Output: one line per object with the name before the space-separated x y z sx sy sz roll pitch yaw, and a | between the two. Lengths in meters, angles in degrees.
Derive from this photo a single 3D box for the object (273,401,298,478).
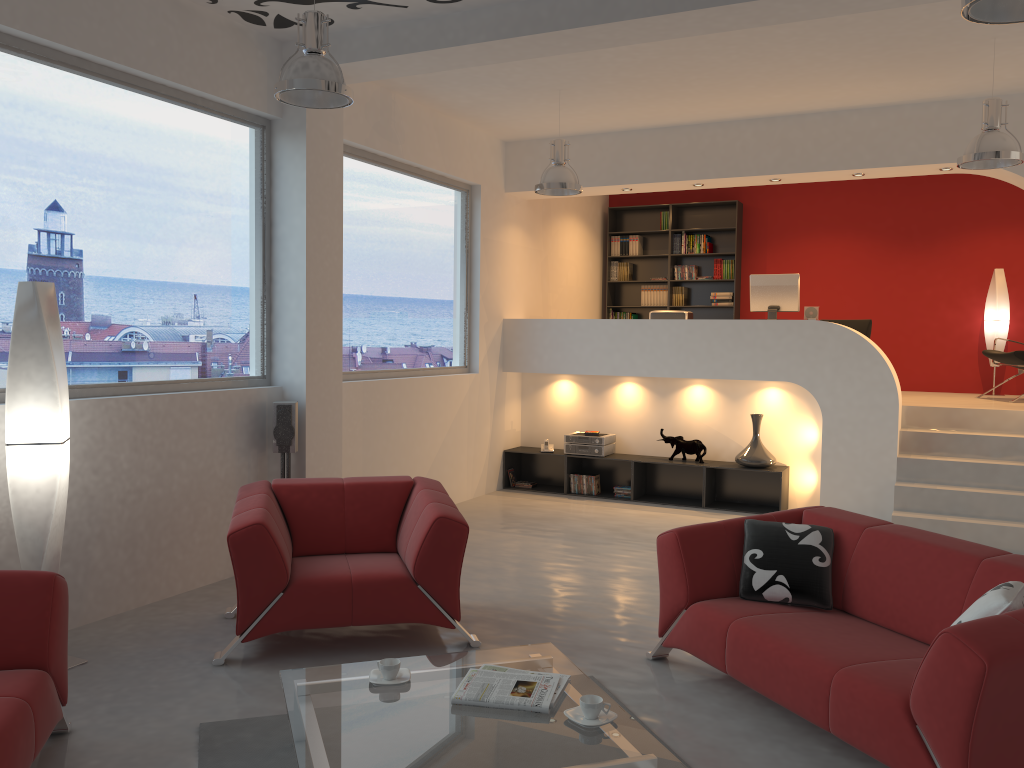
object | -1.495 0.673 5.859 0.214 1.112 0.229 0 3 -9

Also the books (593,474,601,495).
books | 0.840 0.996 8.767 0.031 0.190 0.135 2 3 26

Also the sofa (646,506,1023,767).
sofa | 1.442 1.021 3.617 0.951 0.738 1.929 -1 3 -24

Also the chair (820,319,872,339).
chair | 3.377 -0.298 9.451 0.768 0.795 0.664 -2 4 -44

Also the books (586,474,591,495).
books | 0.773 0.994 8.801 0.031 0.190 0.135 2 3 26

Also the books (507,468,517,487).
books | 0.006 0.968 9.180 0.063 0.187 0.135 2 3 26

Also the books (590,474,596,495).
books | 0.813 0.995 8.781 0.031 0.190 0.135 2 3 26

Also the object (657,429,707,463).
object | 1.626 0.586 8.467 0.507 0.296 0.191 4 4 42

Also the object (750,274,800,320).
object | 2.492 -0.813 8.411 0.458 0.452 0.230 2 3 26

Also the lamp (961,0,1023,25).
lamp | 1.735 -1.681 2.978 0.379 0.800 0.379 2 3 19

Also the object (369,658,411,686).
object | -0.449 1.056 3.261 0.153 0.069 0.153 0 3 -7

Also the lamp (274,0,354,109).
lamp | -0.961 -1.789 4.310 0.379 0.800 0.379 -1 4 -35

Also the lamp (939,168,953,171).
lamp | 3.604 -1.781 7.360 0.105 0.011 0.105 2 3 15

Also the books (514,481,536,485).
books | 0.136 1.022 9.174 0.190 0.015 0.135 2 3 26

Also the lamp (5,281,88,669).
lamp | -2.174 0.425 4.078 0.313 1.779 0.313 2 3 18

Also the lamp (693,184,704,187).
lamp | 1.740 -1.856 8.282 0.105 0.011 0.105 2 3 15

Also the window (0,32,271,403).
window | -2.218 -0.837 4.987 0.100 1.800 2.400 2 3 26

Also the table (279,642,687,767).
table | -0.174 1.252 2.978 1.097 0.286 1.162 0 3 -19

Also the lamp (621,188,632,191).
lamp | 1.113 -1.881 8.592 0.105 0.011 0.105 2 3 15

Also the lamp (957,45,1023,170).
lamp | 3.068 -1.807 5.663 0.379 0.800 0.379 1 3 -2

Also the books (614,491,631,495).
books | 1.111 1.062 8.692 0.190 0.015 0.135 3 4 31

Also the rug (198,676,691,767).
rug | -0.164 1.398 2.990 1.700 0.025 1.700 0 3 -19

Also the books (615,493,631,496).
books | 1.120 1.077 8.688 0.190 0.015 0.135 2 3 26

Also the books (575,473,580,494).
books | 0.666 0.989 8.854 0.031 0.190 0.135 2 3 26

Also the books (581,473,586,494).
books | 0.719 0.991 8.827 0.031 0.190 0.135 2 3 26

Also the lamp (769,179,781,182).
lamp | 2.367 -1.831 7.972 0.105 0.011 0.105 2 3 15

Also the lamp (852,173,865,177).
lamp | 2.994 -1.805 7.662 0.105 0.011 0.105 2 3 15

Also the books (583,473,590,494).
books | 0.746 0.992 8.814 0.031 0.190 0.135 2 3 26

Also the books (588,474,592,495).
books | 0.787 0.994 8.794 0.031 0.190 0.135 2 3 26

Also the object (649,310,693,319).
object | 1.632 -0.627 8.936 0.397 0.217 0.458 2 3 26

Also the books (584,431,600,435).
books | 0.796 0.484 8.826 0.135 0.015 0.190 1 3 11

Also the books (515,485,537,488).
books | 0.145 1.053 9.171 0.190 0.015 0.135 2 3 26

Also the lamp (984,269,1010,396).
lamp | 5.179 -0.551 9.485 0.237 1.349 0.237 3 4 34

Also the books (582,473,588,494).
books | 0.733 0.992 8.821 0.031 0.190 0.135 2 3 26

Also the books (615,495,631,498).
books | 1.115 1.092 8.692 0.190 0.015 0.135 2 3 21

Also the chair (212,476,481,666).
chair | -0.876 0.931 4.705 1.288 0.738 0.951 0 3 -14

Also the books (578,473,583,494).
books | 0.692 0.990 8.841 0.031 0.190 0.135 2 3 26

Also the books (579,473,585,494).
books | 0.706 0.991 8.834 0.031 0.190 0.135 2 3 26

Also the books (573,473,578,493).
books | 0.652 0.989 8.860 0.031 0.190 0.135 2 3 26

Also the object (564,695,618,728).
object | 0.262 1.082 2.950 0.153 0.069 0.153 -2 4 -37

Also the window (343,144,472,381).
window | -0.975 -0.955 7.493 0.100 1.800 2.400 2 3 26

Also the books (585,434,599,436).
books | 0.795 0.500 8.817 0.135 0.015 0.190 1 3 6

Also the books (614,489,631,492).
books | 1.110 1.032 8.683 0.190 0.015 0.135 2 3 26

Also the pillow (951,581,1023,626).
pillow | 1.651 0.872 3.137 0.288 0.343 0.402 3 4 34

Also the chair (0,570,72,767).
chair | -1.991 1.021 2.738 0.951 0.738 1.288 0 3 -14

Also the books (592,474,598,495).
books | 0.827 0.996 8.774 0.031 0.190 0.135 2 3 26

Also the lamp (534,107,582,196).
lamp | 0.372 -1.916 6.995 0.379 0.800 0.379 1 3 -2

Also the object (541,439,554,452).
object | 0.358 0.621 8.979 0.130 0.117 0.146 1 3 2

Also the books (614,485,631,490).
books | 1.105 1.016 8.693 0.190 0.015 0.135 2 3 21

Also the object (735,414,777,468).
object | 2.239 0.519 8.132 0.369 0.481 0.369 0 3 -9

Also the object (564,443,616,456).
object | 0.774 0.641 8.861 0.430 0.100 0.365 2 3 26

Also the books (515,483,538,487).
books | 0.150 1.038 9.168 0.190 0.015 0.135 2 3 26

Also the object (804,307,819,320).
object | 2.807 -0.651 8.318 0.133 0.147 0.151 1 3 10

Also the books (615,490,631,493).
books | 1.117 1.047 8.689 0.190 0.015 0.135 2 3 26

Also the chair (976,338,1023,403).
chair | 5.096 -0.232 8.667 0.768 0.795 0.664 1 3 1

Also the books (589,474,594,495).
books | 0.800 0.995 8.787 0.031 0.190 0.135 2 3 26

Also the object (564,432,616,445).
object | 0.779 0.543 8.863 0.430 0.077 0.349 2 3 26

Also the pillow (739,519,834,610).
pillow | 1.257 0.818 4.052 0.402 0.343 0.288 2 3 19

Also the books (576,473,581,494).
books | 0.679 0.990 8.847 0.031 0.190 0.135 2 3 26
